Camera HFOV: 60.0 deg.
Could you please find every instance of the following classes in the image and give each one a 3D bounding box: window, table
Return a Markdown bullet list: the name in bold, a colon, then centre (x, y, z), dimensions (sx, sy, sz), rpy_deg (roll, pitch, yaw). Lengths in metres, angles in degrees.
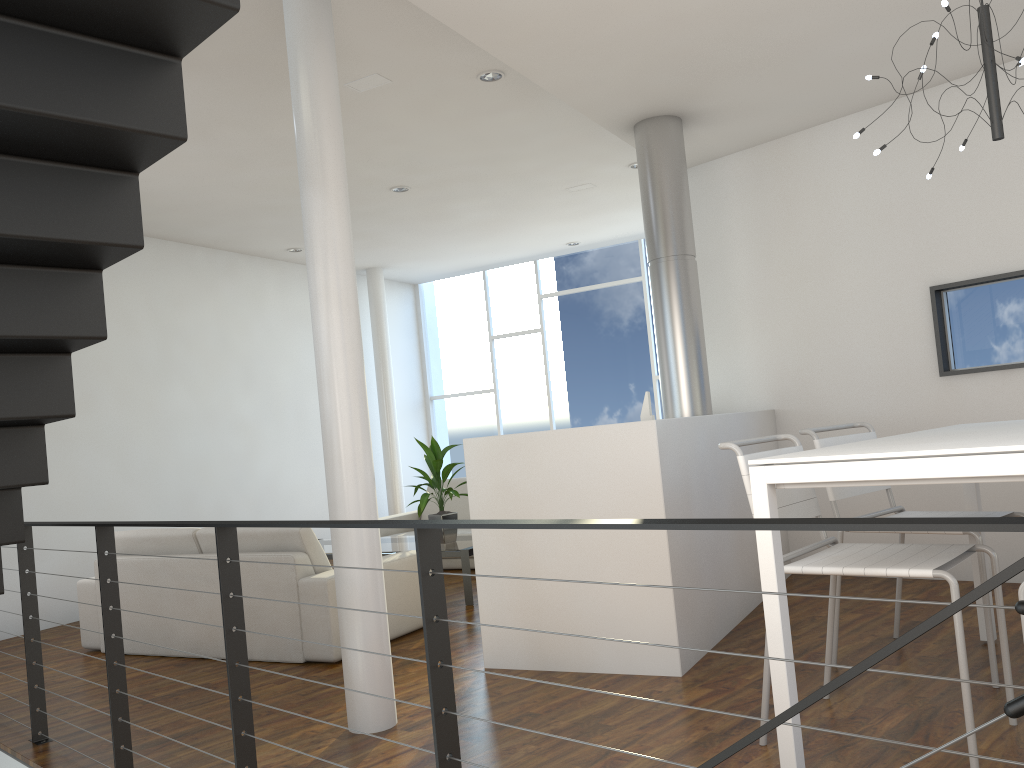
- **window**: centre (0.516, -1.544, 7.905), dimensions (3.419, 5.630, 0.090), rpy_deg (-7, -2, 28)
- **table**: centre (-0.739, 1.074, 5.180), dimensions (1.610, 0.284, 0.661), rpy_deg (-7, -4, 29)
- **window**: centre (2.669, -0.348, 3.328), dimensions (2.028, 0.407, 0.165), rpy_deg (-9, -4, 44)
- **table**: centre (1.304, 0.473, 2.238), dimensions (0.701, 0.719, 1.399), rpy_deg (-8, -4, 44)

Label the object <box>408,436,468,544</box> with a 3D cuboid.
- **object**: centre (-0.392, 0.580, 4.929), dimensions (0.432, 0.600, 0.458), rpy_deg (-6, -3, 14)

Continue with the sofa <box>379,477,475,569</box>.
- **sofa**: centre (-0.194, 0.931, 6.111), dimensions (1.613, 0.565, 0.802), rpy_deg (-7, -3, 30)

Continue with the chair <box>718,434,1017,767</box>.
- **chair**: centre (0.892, 0.501, 2.260), dimensions (0.556, 0.764, 0.427), rpy_deg (-8, -3, 41)

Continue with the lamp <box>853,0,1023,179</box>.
- **lamp**: centre (1.227, -0.985, 2.306), dimensions (0.589, 0.725, 0.620), rpy_deg (-4, -3, -24)

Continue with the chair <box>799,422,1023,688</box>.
- **chair**: centre (1.292, 0.496, 2.827), dimensions (0.427, 0.764, 0.556), rpy_deg (-4, -3, -40)

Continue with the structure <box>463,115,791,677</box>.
- **structure**: centre (0.770, -0.083, 4.318), dimensions (0.751, 2.204, 2.750), rpy_deg (-7, -3, 28)

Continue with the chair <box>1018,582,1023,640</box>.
- **chair**: centre (1.353, 0.423, 1.713), dimensions (0.427, 0.764, 0.556), rpy_deg (-4, -3, -39)

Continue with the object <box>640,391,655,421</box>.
- **object**: centre (0.687, 0.116, 4.529), dimensions (0.061, 0.151, 0.100), rpy_deg (-6, -2, 15)

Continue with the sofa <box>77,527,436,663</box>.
- **sofa**: centre (-1.231, 0.921, 4.242), dimensions (1.613, 0.565, 0.802), rpy_deg (-7, -3, 29)

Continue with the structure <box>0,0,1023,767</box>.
- **structure**: centre (-1.055, 0.563, 1.643), dimensions (4.369, 6.291, 1.093), rpy_deg (-8, -3, 44)
